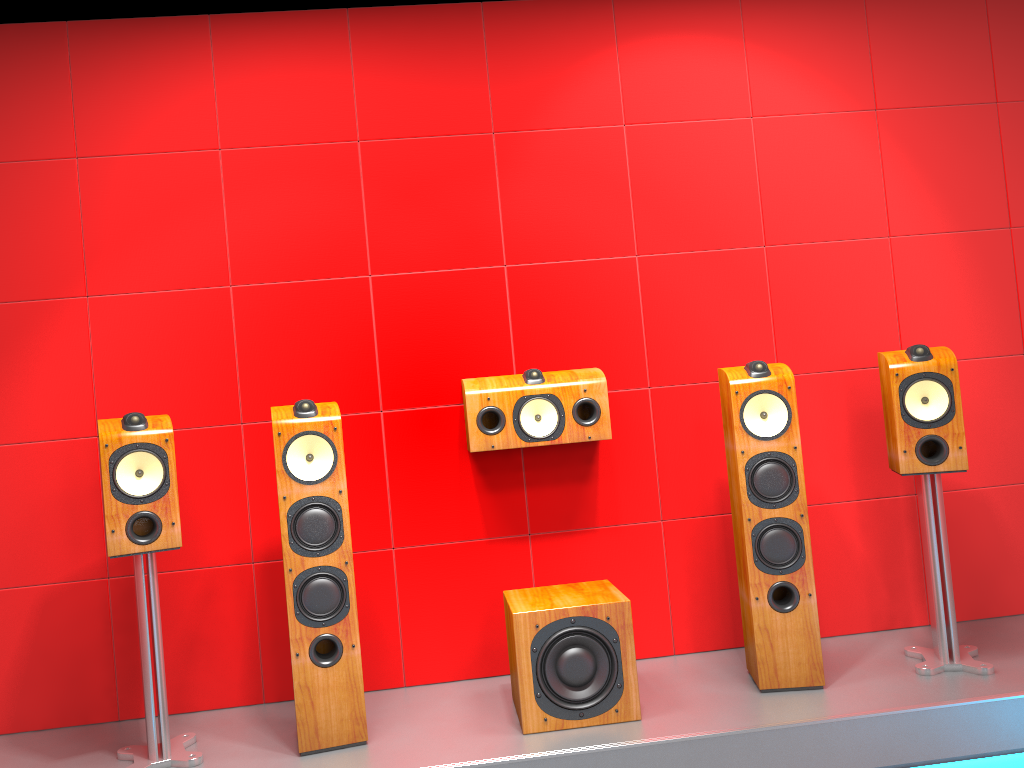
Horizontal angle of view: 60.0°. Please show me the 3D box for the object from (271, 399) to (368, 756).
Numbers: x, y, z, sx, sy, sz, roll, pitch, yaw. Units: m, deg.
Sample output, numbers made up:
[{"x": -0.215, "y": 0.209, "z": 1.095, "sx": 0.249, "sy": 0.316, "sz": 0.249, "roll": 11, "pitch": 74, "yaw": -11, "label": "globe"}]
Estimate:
[{"x": -0.605, "y": 0.574, "z": 2.760, "sx": 0.203, "sy": 1.052, "sz": 0.238, "roll": -5, "pitch": -2, "yaw": -15, "label": "object"}]

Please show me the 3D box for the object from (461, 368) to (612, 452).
[{"x": 0.080, "y": 0.083, "z": 3.165, "sx": 0.493, "sy": 0.271, "sz": 0.235, "roll": -5, "pitch": -2, "yaw": -5, "label": "object"}]

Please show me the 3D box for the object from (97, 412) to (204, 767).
[{"x": -1.117, "y": 0.615, "z": 2.711, "sx": 0.231, "sy": 1.058, "sz": 0.265, "roll": -4, "pitch": -2, "yaw": -25, "label": "object"}]

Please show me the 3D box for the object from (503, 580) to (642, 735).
[{"x": 0.180, "y": 0.852, "z": 2.818, "sx": 0.360, "sy": 0.360, "sz": 0.360, "roll": -5, "pitch": -2, "yaw": -5, "label": "object"}]

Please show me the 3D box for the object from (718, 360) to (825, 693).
[{"x": 0.847, "y": 0.448, "z": 2.920, "sx": 0.203, "sy": 1.052, "sz": 0.238, "roll": -5, "pitch": -2, "yaw": 5, "label": "object"}]

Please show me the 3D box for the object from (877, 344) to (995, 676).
[{"x": 1.393, "y": 0.397, "z": 2.949, "sx": 0.231, "sy": 1.058, "sz": 0.265, "roll": -6, "pitch": -2, "yaw": 15, "label": "object"}]
